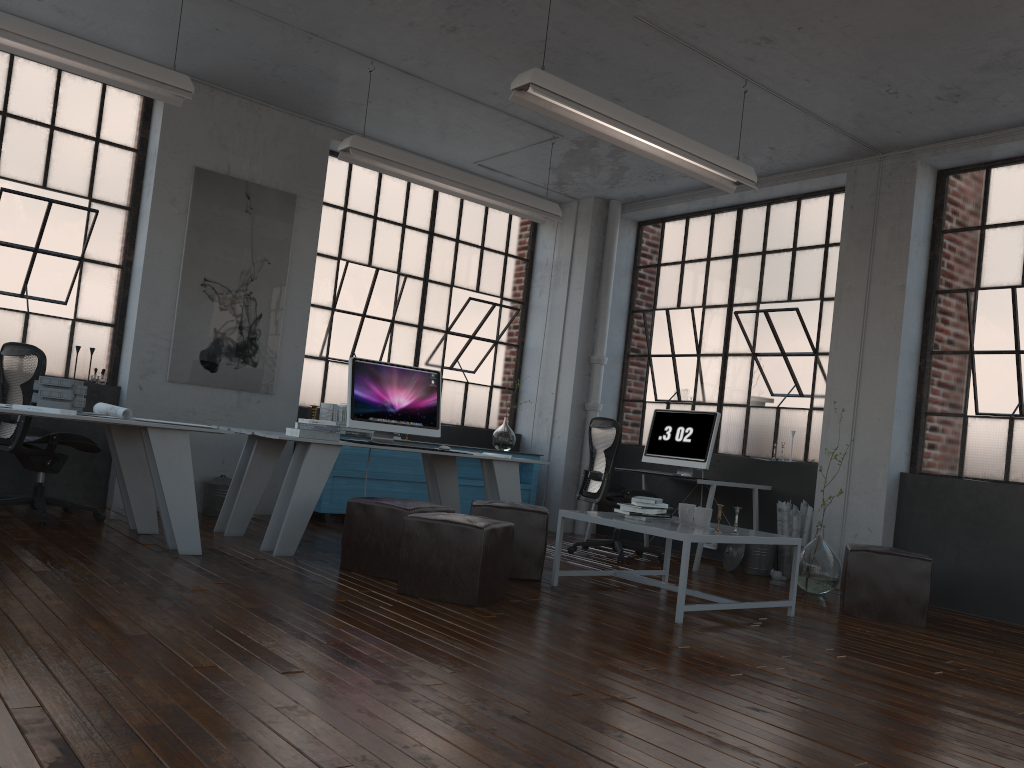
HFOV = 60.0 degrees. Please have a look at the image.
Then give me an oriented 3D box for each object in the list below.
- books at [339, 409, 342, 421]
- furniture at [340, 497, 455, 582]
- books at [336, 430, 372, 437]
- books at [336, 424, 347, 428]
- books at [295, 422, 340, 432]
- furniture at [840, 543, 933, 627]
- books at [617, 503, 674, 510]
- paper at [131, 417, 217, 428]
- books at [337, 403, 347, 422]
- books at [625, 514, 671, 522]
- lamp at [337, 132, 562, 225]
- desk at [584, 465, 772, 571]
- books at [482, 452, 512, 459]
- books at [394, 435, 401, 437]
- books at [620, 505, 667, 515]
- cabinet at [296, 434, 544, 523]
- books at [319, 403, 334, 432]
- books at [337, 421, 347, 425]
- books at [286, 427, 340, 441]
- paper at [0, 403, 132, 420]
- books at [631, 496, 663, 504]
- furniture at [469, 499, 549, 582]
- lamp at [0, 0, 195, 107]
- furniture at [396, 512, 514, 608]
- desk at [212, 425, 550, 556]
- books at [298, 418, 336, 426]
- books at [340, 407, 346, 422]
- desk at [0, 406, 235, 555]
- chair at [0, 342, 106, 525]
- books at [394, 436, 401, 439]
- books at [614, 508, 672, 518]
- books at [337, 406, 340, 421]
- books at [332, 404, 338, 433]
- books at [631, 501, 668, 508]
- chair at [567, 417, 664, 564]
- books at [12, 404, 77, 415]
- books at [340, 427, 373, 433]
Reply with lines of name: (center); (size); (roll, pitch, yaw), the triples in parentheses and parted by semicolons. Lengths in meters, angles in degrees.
books: (-1.501, 0.320, 7.560); (0.046, 0.224, 0.160); (8, -3, -38)
furniture: (-0.641, 0.871, 5.009); (0.480, 0.439, 0.481); (5, -4, 30)
books: (-1.318, 0.413, 7.424); (0.259, 0.032, 0.191); (9, -5, -36)
books: (-1.314, 0.364, 7.428); (0.259, 0.023, 0.211); (9, -5, -38)
books: (-1.203, 0.267, 5.477); (0.257, 0.044, 0.193); (8, -4, -18)
furniture: (2.296, 1.237, 5.470); (0.502, 0.460, 0.504); (5, -3, 19)
books: (0.777, 0.714, 5.176); (0.275, 0.014, 0.199); (9, -5, -38)
paper: (-1.925, 0.220, 5.053); (0.429, 0.001, 0.484); (8, -4, -28)
books: (-1.414, 0.311, 7.628); (0.170, 0.284, 0.175); (8, -3, -38)
books: (0.793, 0.780, 5.181); (0.218, 0.028, 0.171); (9, -5, -38)
lamp: (-0.381, -1.488, 6.439); (1.881, 0.205, 0.202); (9, -4, -38)
desk: (1.330, 1.104, 7.384); (0.935, 0.687, 1.226); (9, -4, -38)
books: (-0.106, 0.507, 6.288); (0.205, 0.019, 0.244); (6, -4, 2)
books: (-1.108, 0.431, 7.596); (0.251, 0.012, 0.202); (9, -5, -37)
books: (0.766, 0.730, 5.172); (0.200, 0.031, 0.272); (4, -4, 27)
cabinet: (-0.811, 0.890, 7.963); (2.267, 0.732, 0.626); (9, -4, -38)
books: (-1.577, 0.282, 7.503); (0.032, 0.239, 0.172); (8, -3, -38)
books: (-1.316, 0.337, 7.421); (0.240, 0.028, 0.190); (9, -5, -36)
books: (-1.233, 0.311, 5.485); (0.272, 0.050, 0.200); (9, -5, -38)
paper: (-2.692, 0.093, 4.908); (1.077, 0.105, 0.975); (9, -5, -38)
books: (0.783, 0.673, 5.142); (0.141, 0.026, 0.202); (5, -4, 22)
furniture: (-0.035, 0.960, 5.496); (0.503, 0.460, 0.504); (6, -3, 0)
lamp: (-2.598, -2.079, 4.653); (1.881, 0.628, 0.202); (9, -4, -38)
furniture: (-0.279, 0.882, 4.514); (0.470, 0.430, 0.471); (5, -3, 20)
desk: (-0.902, 0.765, 6.123); (2.081, 0.703, 1.074); (9, -4, -38)
books: (-1.207, 0.236, 5.491); (0.185, 0.030, 0.153); (9, -5, -38)
books: (-1.467, 0.305, 7.580); (0.065, 0.223, 0.160); (8, -3, -38)
desk: (-2.702, 0.466, 4.680); (2.060, 0.696, 1.064); (9, -4, -38)
chair: (-3.021, 0.307, 5.702); (0.770, 1.084, 0.794); (5, -3, 21)
books: (-1.107, 0.443, 7.589); (0.248, 0.014, 0.187); (10, -5, -40)
books: (0.762, 0.753, 5.171); (0.274, 0.025, 0.210); (8, -4, -18)
books: (-1.517, 0.301, 7.541); (0.045, 0.239, 0.152); (8, -3, -38)
books: (-1.538, 0.288, 7.521); (0.053, 0.240, 0.172); (8, -3, -38)
books: (0.799, 0.699, 5.153); (0.185, 0.026, 0.125); (7, -4, -8)
chair: (0.859, 0.830, 7.071); (0.794, 1.084, 0.770); (8, -3, -34)
books: (-2.407, 0.134, 4.575); (0.235, 0.024, 0.200); (7, -4, -2)
books: (-1.318, 0.385, 7.415); (0.242, 0.023, 0.191); (10, -5, -40)
